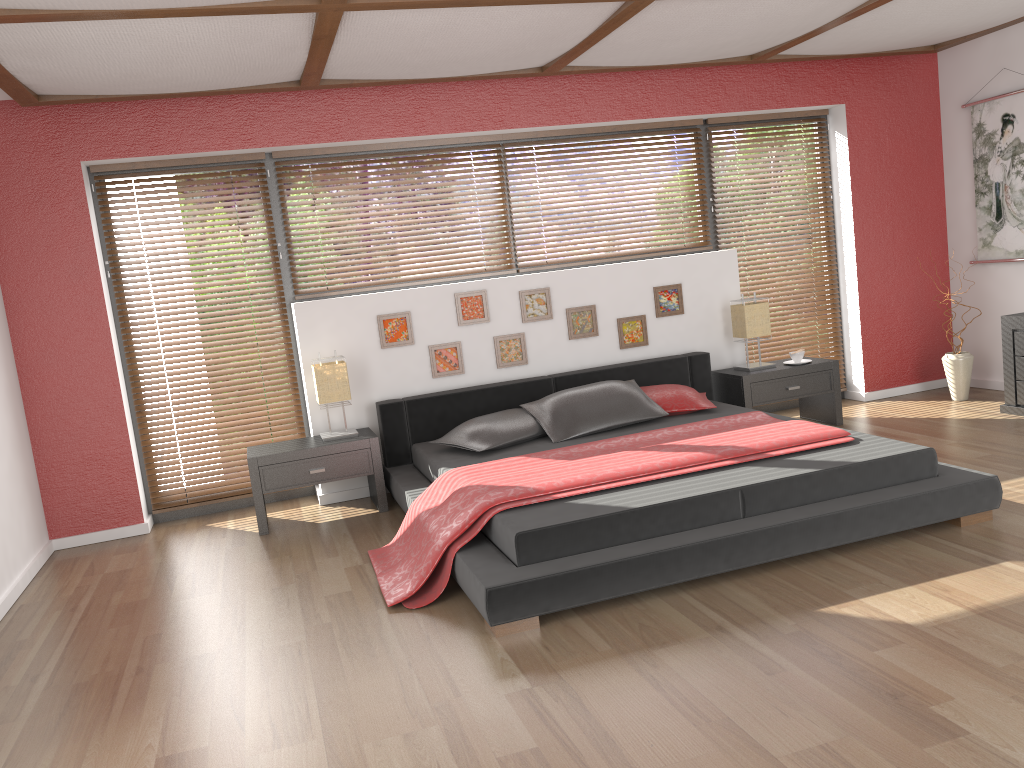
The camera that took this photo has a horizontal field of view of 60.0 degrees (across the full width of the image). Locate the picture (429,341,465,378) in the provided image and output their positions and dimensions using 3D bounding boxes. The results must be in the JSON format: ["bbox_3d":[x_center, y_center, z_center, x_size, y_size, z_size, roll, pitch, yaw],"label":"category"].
[{"bbox_3d":[-0.397,-0.148,5.399,0.200,0.200,0.010,-9,8,-16],"label":"picture"}]

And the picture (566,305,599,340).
[{"bbox_3d":[0.446,-0.392,5.629,0.200,0.200,0.010,-9,8,-16],"label":"picture"}]

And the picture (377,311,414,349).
[{"bbox_3d":[-0.694,-0.322,5.294,0.200,0.200,0.010,-9,8,-16],"label":"picture"}]

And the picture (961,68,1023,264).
[{"bbox_3d":[3.287,-1.444,5.889,0.028,1.270,0.701,-9,8,-16],"label":"picture"}]

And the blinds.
[{"bbox_3d":[0.052,-0.577,5.793,4.840,1.952,0.032,-9,8,-16],"label":"blinds"}]

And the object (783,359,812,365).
[{"bbox_3d":[1.855,-0.140,5.759,0.179,0.012,0.179,-6,7,9],"label":"object"}]

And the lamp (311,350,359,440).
[{"bbox_3d":[-1.013,0.053,5.018,0.200,0.480,0.200,-9,8,-16],"label":"lamp"}]

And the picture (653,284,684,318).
[{"bbox_3d":[1.023,-0.544,5.788,0.200,0.200,0.010,-9,8,-16],"label":"picture"}]

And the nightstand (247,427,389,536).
[{"bbox_3d":[-1.098,0.535,4.996,0.700,0.423,0.413,-9,8,-16],"label":"nightstand"}]

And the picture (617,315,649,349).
[{"bbox_3d":[0.781,-0.336,5.734,0.200,0.200,0.010,-9,8,-16],"label":"picture"}]

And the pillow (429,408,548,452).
[{"bbox_3d":[-0.045,0.248,4.933,0.745,0.172,0.418,-13,10,-40],"label":"pillow"}]

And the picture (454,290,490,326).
[{"bbox_3d":[-0.242,-0.465,5.416,0.200,0.200,0.010,-9,8,-16],"label":"picture"}]

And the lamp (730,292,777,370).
[{"bbox_3d":[1.553,-0.351,5.749,0.200,0.480,0.200,-9,8,-16],"label":"lamp"}]

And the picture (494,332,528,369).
[{"bbox_3d":[-0.006,-0.208,5.510,0.200,0.200,0.010,-9,8,-16],"label":"picture"}]

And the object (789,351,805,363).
[{"bbox_3d":[1.851,-0.172,5.755,0.099,0.069,0.099,-6,7,9],"label":"object"}]

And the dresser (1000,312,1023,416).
[{"bbox_3d":[3.519,-0.082,4.746,0.540,0.608,1.740,-9,8,-16],"label":"dresser"}]

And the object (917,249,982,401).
[{"bbox_3d":[2.953,-0.393,5.997,0.422,1.035,0.364,-13,10,-40],"label":"object"}]

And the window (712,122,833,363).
[{"bbox_3d":[1.885,-0.910,6.382,0.889,1.893,0.020,-9,8,-16],"label":"window"}]

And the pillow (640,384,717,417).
[{"bbox_3d":[0.806,0.107,5.231,0.745,0.172,0.418,-6,7,3],"label":"pillow"}]

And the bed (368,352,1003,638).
[{"bbox_3d":[0.457,0.347,4.396,2.469,0.577,2.413,-9,8,-16],"label":"bed"}]

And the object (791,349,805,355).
[{"bbox_3d":[1.847,-0.208,5.734,0.007,0.007,0.192,0,10,43],"label":"object"}]

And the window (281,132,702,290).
[{"bbox_3d":[-0.033,-1.154,5.785,2.817,0.786,0.020,-9,8,-16],"label":"window"}]

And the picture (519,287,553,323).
[{"bbox_3d":[0.150,-0.491,5.531,0.200,0.200,0.010,-9,8,-16],"label":"picture"}]

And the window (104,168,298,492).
[{"bbox_3d":[-1.825,-0.327,5.325,0.889,1.893,0.020,-9,8,-16],"label":"window"}]

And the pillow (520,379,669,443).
[{"bbox_3d":[0.461,0.128,4.983,0.744,0.241,0.386,-10,8,-20],"label":"pillow"}]

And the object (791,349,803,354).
[{"bbox_3d":[1.849,-0.211,5.757,0.007,0.007,0.192,-1,9,38],"label":"object"}]

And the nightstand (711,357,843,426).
[{"bbox_3d":[1.732,0.090,5.802,0.700,0.423,0.413,-9,8,-16],"label":"nightstand"}]
